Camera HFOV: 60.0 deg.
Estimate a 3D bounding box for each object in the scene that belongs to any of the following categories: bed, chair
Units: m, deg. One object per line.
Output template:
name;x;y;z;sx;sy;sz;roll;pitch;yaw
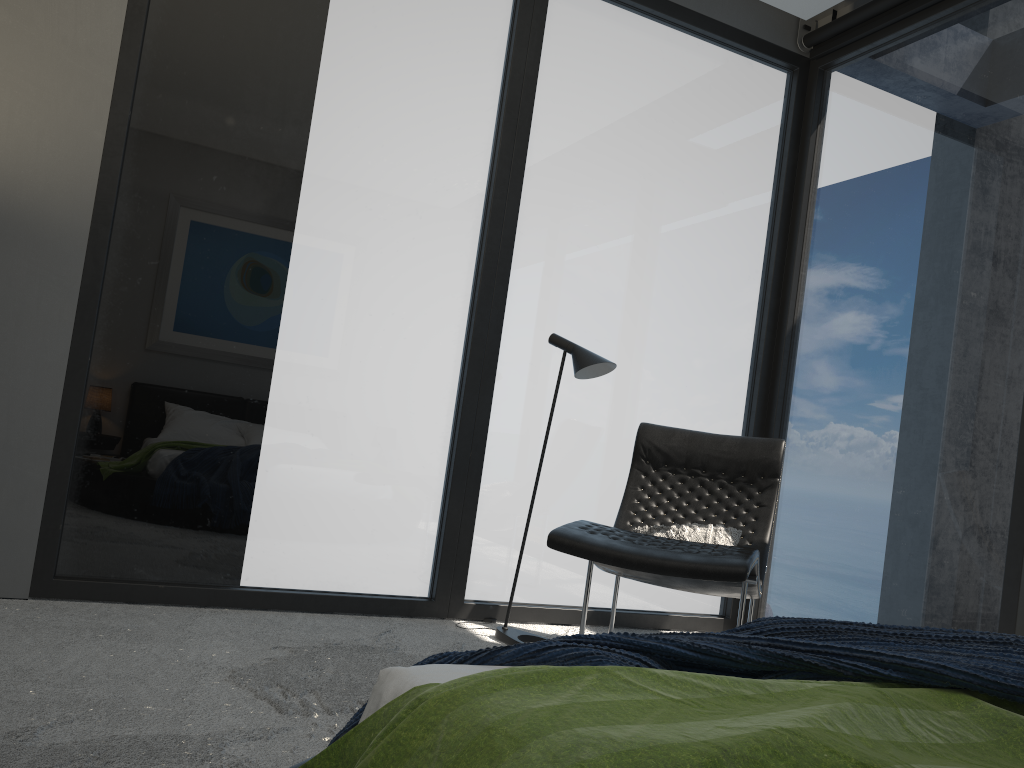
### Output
bed;0.884;0.503;0.795;2.759;0.932;2.617;10;-5;-25
chair;0.613;0.626;3.333;0.638;0.994;1.284;7;-4;20

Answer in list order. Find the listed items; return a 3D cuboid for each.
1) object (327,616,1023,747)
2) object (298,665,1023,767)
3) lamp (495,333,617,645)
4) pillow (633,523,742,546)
object;0.773;0.665;1.376;2.152;0.567;0.686;7;-4;17
object;0.678;0.582;1.223;2.305;0.342;0.646;10;-5;-25
lamp;0.181;0.434;3.670;0.383;1.299;0.202;6;-3;28
pillow;0.661;0.637;3.456;0.441;0.198;0.313;7;-4;16
